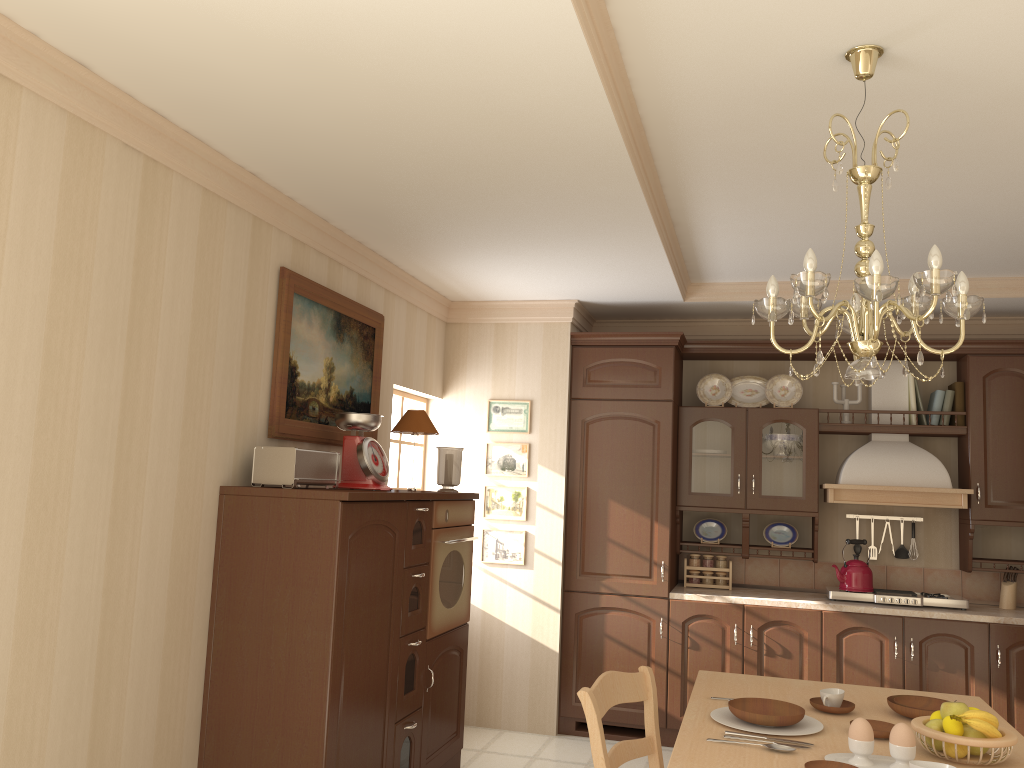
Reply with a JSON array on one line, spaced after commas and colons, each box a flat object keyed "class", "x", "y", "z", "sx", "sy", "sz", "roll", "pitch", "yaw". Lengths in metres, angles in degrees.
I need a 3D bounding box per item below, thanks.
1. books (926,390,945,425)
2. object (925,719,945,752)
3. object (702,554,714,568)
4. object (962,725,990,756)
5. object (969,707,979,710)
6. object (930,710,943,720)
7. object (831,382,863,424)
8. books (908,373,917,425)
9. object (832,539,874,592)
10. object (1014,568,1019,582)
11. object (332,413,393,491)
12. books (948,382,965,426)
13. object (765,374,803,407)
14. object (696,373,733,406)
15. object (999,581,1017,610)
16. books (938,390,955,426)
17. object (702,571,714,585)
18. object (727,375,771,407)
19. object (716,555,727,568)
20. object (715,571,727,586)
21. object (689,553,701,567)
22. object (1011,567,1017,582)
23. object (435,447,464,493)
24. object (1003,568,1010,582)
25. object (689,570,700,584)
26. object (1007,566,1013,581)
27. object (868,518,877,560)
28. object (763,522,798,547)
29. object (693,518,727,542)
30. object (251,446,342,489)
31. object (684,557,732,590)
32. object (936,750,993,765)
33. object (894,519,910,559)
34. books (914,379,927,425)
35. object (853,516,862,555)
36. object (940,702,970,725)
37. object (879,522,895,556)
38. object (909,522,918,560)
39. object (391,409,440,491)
[{"class": "books", "x": 2.460, "y": 0.148, "z": 5.164, "sx": 0.086, "sy": 0.209, "sz": 0.205, "roll": 1, "pitch": -7, "yaw": 15}, {"class": "object", "x": 1.062, "y": 0.872, "z": 2.204, "sx": 0.074, "sy": 0.076, "sz": 0.072, "roll": 4, "pitch": -7, "yaw": -9}, {"class": "object", "x": 1.182, "y": 1.067, "z": 5.343, "sx": 0.068, "sy": 0.088, "sz": 0.068, "roll": -2, "pitch": -8, "yaw": 32}, {"class": "object", "x": 1.128, "y": 0.871, "z": 2.169, "sx": 0.077, "sy": 0.065, "sz": 0.076, "roll": 3, "pitch": -7, "yaw": -8}, {"class": "object", "x": 1.159, "y": 0.836, "z": 2.230, "sx": 0.047, "sy": 0.046, "sz": 0.054, "roll": 7, "pitch": -8, "yaw": -33}, {"class": "object", "x": 1.089, "y": 0.856, "z": 2.256, "sx": 0.055, "sy": 0.047, "sz": 0.045, "roll": 8, "pitch": -9, "yaw": -42}, {"class": "object", "x": 1.967, "y": 0.118, "z": 5.259, "sx": 0.163, "sy": 0.248, "sz": 0.174, "roll": 5, "pitch": -7, "yaw": -22}, {"class": "books", "x": 2.341, "y": 0.098, "z": 5.203, "sx": 0.042, "sy": 0.305, "sz": 0.194, "roll": 1, "pitch": -7, "yaw": 15}, {"class": "object", "x": 1.915, "y": 1.009, "z": 4.951, "sx": 0.181, "sy": 0.282, "sz": 0.227, "roll": -3, "pitch": -8, "yaw": 39}, {"class": "object", "x": 2.812, "y": 1.110, "z": 4.958, "sx": 0.050, "sy": 0.159, "sz": 0.022, "roll": 4, "pitch": -7, "yaw": -15}, {"class": "object", "x": -0.647, "y": 0.290, "z": 3.795, "sx": 0.263, "sy": 0.317, "sz": 0.218, "roll": 0, "pitch": -7, "yaw": 19}, {"class": "books", "x": 2.572, "y": 0.126, "z": 5.129, "sx": 0.052, "sy": 0.254, "sz": 0.205, "roll": 1, "pitch": -7, "yaw": 15}, {"class": "object", "x": 1.632, "y": 0.039, "z": 5.330, "sx": 0.220, "sy": 0.210, "sz": 0.068, "roll": 1, "pitch": -7, "yaw": 14}, {"class": "object", "x": 1.241, "y": 0.034, "z": 5.438, "sx": 0.220, "sy": 0.210, "sz": 0.068, "roll": 1, "pitch": -7, "yaw": 14}, {"class": "object", "x": 2.769, "y": 1.173, "z": 4.936, "sx": 0.151, "sy": 0.148, "sz": 0.078, "roll": 7, "pitch": -8, "yaw": -37}, {"class": "books", "x": 2.507, "y": 0.148, "z": 5.142, "sx": 0.080, "sy": 0.209, "sz": 0.205, "roll": 1, "pitch": -7, "yaw": 15}, {"class": "object", "x": 1.177, "y": 1.167, "z": 5.332, "sx": 0.068, "sy": 0.088, "sz": 0.068, "roll": -2, "pitch": -8, "yaw": 32}, {"class": "object", "x": 1.452, "y": 0.046, "z": 5.438, "sx": 0.342, "sy": 0.209, "sz": 0.073, "roll": 1, "pitch": -7, "yaw": 17}, {"class": "object", "x": 1.259, "y": 1.069, "z": 5.328, "sx": 0.068, "sy": 0.088, "sz": 0.068, "roll": -2, "pitch": -8, "yaw": 32}, {"class": "object", "x": 1.254, "y": 1.169, "z": 5.317, "sx": 0.068, "sy": 0.088, "sz": 0.068, "roll": -2, "pitch": -8, "yaw": 32}, {"class": "object", "x": 1.105, "y": 1.066, "z": 5.358, "sx": 0.068, "sy": 0.088, "sz": 0.068, "roll": -2, "pitch": -8, "yaw": 32}, {"class": "object", "x": 2.784, "y": 1.116, "z": 4.932, "sx": 0.053, "sy": 0.198, "sz": 0.027, "roll": 3, "pitch": -7, "yaw": -1}, {"class": "object", "x": -0.315, "y": 0.428, "z": 4.420, "sx": 0.144, "sy": 0.220, "sz": 0.144, "roll": 3, "pitch": -7, "yaw": -1}, {"class": "object", "x": 2.753, "y": 1.122, "z": 4.952, "sx": 0.053, "sy": 0.198, "sz": 0.027, "roll": 3, "pitch": -7, "yaw": -1}, {"class": "object", "x": 1.101, "y": 1.166, "z": 5.347, "sx": 0.068, "sy": 0.088, "sz": 0.068, "roll": -2, "pitch": -8, "yaw": 32}, {"class": "object", "x": 2.781, "y": 1.115, "z": 4.966, "sx": 0.052, "sy": 0.191, "sz": 0.027, "roll": 6, "pitch": -7, "yaw": -29}, {"class": "object", "x": 2.134, "y": 0.916, "z": 5.250, "sx": 0.051, "sy": 0.245, "sz": 0.003, "roll": 1, "pitch": -7, "yaw": 15}, {"class": "object", "x": 1.603, "y": 0.895, "z": 5.290, "sx": 0.202, "sy": 0.143, "sz": 0.071, "roll": 1, "pitch": -7, "yaw": 14}, {"class": "object", "x": 1.208, "y": 0.891, "z": 5.402, "sx": 0.202, "sy": 0.143, "sz": 0.071, "roll": 1, "pitch": -7, "yaw": 14}, {"class": "object", "x": -0.817, "y": 0.327, "z": 3.417, "sx": 0.192, "sy": 0.150, "sz": 0.360, "roll": 1, "pitch": -7, "yaw": 15}, {"class": "object", "x": 1.177, "y": 1.140, "z": 5.337, "sx": 0.276, "sy": 0.170, "sz": 0.140, "roll": 1, "pitch": -7, "yaw": 11}, {"class": "object", "x": 1.114, "y": 0.916, "z": 2.188, "sx": 0.128, "sy": 0.011, "sz": 0.128, "roll": 7, "pitch": -8, "yaw": -33}, {"class": "object", "x": 2.295, "y": 0.910, "z": 5.219, "sx": 0.088, "sy": 0.236, "sz": 0.028, "roll": 1, "pitch": -7, "yaw": 15}, {"class": "books", "x": 2.379, "y": 0.117, "z": 5.197, "sx": 0.068, "sy": 0.271, "sz": 0.194, "roll": 1, "pitch": -7, "yaw": 15}, {"class": "object", "x": 2.054, "y": 0.902, "z": 5.271, "sx": 0.048, "sy": 0.231, "sz": 0.015, "roll": 0, "pitch": -7, "yaw": 17}, {"class": "object", "x": 1.108, "y": 0.825, "z": 2.216, "sx": 0.068, "sy": 0.061, "sz": 0.069, "roll": -2, "pitch": -8, "yaw": 32}, {"class": "object", "x": 2.208, "y": 0.910, "z": 5.229, "sx": 0.089, "sy": 0.195, "sz": 0.005, "roll": 1, "pitch": -7, "yaw": 15}, {"class": "object", "x": 2.349, "y": 0.921, "z": 5.189, "sx": 0.049, "sy": 0.219, "sz": 0.049, "roll": 3, "pitch": -7, "yaw": -7}, {"class": "object", "x": -0.469, "y": 0.318, "z": 4.254, "sx": 0.237, "sy": 0.388, "sz": 0.235, "roll": -1, "pitch": -7, "yaw": 27}]
